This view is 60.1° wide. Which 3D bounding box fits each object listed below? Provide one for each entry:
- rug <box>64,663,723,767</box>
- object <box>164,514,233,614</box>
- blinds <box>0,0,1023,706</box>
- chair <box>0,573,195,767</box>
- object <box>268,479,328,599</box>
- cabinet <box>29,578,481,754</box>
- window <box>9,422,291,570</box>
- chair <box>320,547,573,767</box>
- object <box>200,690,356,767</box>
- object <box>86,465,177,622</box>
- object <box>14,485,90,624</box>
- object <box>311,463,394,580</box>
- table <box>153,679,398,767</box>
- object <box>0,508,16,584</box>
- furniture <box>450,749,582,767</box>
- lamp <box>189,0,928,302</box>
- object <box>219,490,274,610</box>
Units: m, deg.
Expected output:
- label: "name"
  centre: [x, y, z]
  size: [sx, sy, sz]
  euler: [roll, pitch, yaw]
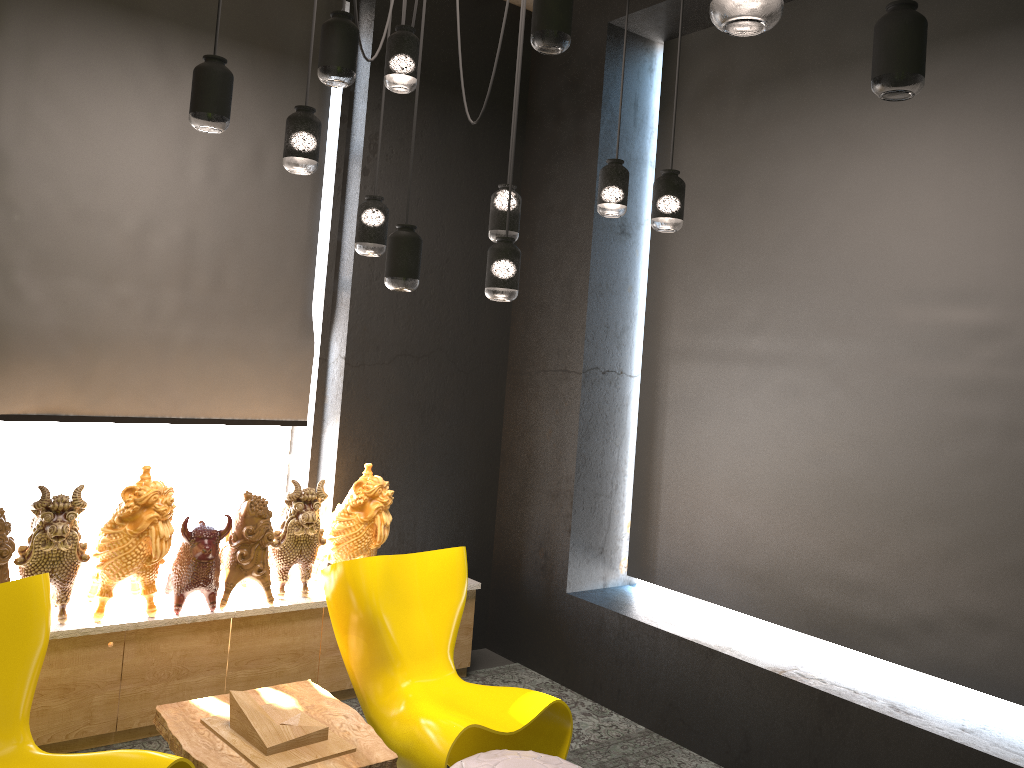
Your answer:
- label: "rug"
  centre: [-0.554, 1.618, 3.281]
  size: [3.585, 0.010, 2.194]
  euler: [3, 2, -38]
- label: "object"
  centre: [-1.443, 0.782, 4.007]
  size: [0.218, 0.442, 0.463]
  euler: [6, -1, -33]
- label: "blinds"
  centre: [-3.708, -0.831, 2.283]
  size: [12.690, 3.320, 3.523]
  euler: [4, 0, -17]
- label: "chair"
  centre: [-1.611, 1.105, 2.736]
  size: [1.071, 0.899, 0.656]
  euler: [4, -1, 22]
- label: "object"
  centre: [-1.083, 0.735, 4.309]
  size: [0.430, 0.581, 0.270]
  euler: [3, -2, 45]
- label: "cabinet"
  centre: [-1.383, 1.271, 4.116]
  size: [2.721, 0.531, 0.405]
  euler: [3, 0, -38]
- label: "window"
  centre: [-2.122, -0.666, 4.479]
  size: [2.301, 3.177, 0.051]
  euler: [5, -3, -38]
- label: "chair"
  centre: [-0.349, 1.179, 3.706]
  size: [0.656, 0.899, 1.071]
  euler: [6, -1, -43]
- label: "object"
  centre: [-0.856, 1.222, 3.238]
  size: [0.349, 0.137, 0.521]
  euler: [4, 1, -43]
- label: "object"
  centre: [-1.663, 0.666, 3.841]
  size: [0.306, 0.656, 0.469]
  euler: [6, -2, -33]
- label: "object"
  centre: [-1.925, 0.686, 3.654]
  size: [0.430, 0.581, 0.270]
  euler: [3, -2, 45]
- label: "object"
  centre: [-0.821, 0.715, 4.496]
  size: [0.306, 0.656, 0.469]
  euler: [6, -2, -33]
- label: "table"
  centre: [-0.887, 1.442, 3.288]
  size: [0.692, 0.310, 0.830]
  euler: [4, 1, -38]
- label: "object"
  centre: [-2.118, 0.701, 3.542]
  size: [0.248, 0.547, 0.475]
  euler: [6, -1, -30]
- label: "furniture"
  centre: [0.031, 1.486, 2.911]
  size: [0.613, 0.421, 0.611]
  euler: [4, 0, -44]
- label: "lamp"
  centre: [0.406, -1.390, 2.386]
  size: [2.845, 2.279, 2.670]
  euler: [4, 0, 6]
- label: "object"
  centre: [-1.276, 0.751, 4.197]
  size: [0.248, 0.547, 0.475]
  euler: [6, -1, -30]
